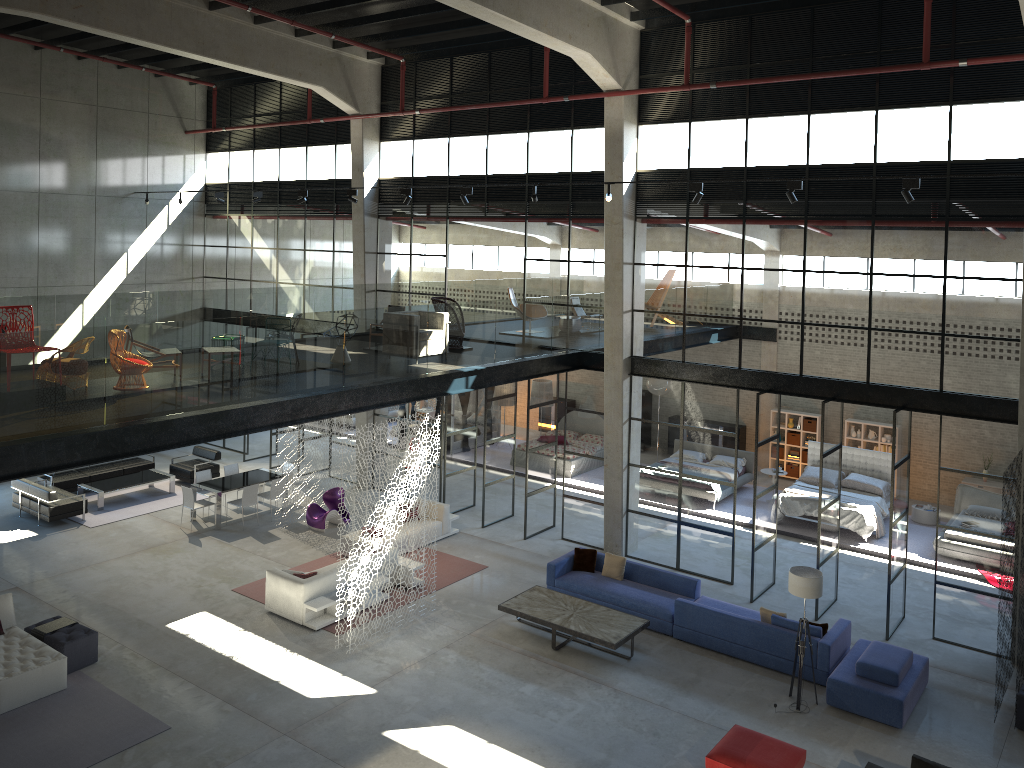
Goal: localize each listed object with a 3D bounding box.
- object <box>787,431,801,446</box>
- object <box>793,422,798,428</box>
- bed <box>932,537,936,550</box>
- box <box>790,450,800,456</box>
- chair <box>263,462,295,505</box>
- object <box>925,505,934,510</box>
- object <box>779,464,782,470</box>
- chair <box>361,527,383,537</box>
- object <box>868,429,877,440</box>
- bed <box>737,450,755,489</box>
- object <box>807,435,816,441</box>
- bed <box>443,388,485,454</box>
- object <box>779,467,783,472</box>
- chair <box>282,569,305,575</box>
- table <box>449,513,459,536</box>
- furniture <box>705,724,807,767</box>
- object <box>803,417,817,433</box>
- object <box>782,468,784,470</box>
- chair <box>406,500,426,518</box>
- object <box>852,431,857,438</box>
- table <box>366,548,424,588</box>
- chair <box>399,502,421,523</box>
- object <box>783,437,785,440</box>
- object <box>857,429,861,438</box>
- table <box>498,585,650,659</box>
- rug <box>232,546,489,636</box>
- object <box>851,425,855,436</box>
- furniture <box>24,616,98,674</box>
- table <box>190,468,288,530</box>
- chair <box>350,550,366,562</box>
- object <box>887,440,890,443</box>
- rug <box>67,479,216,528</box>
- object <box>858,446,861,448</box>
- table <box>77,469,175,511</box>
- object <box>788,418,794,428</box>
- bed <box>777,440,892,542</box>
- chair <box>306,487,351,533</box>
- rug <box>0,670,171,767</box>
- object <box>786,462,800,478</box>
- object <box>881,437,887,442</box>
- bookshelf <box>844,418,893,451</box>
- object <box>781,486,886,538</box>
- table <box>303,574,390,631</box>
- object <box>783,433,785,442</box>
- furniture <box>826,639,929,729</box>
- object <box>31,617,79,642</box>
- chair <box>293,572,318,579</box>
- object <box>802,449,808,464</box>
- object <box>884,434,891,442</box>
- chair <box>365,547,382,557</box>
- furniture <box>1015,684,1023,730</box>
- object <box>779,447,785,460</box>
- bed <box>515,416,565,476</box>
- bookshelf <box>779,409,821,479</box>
[{"bbox_3d":[7.274,1.389,22.503,0.325,0.296,0.325,6,7,36],"label":"object"},{"bbox_3d":[7.285,1.055,22.577,0.185,0.131,0.187,1,7,0],"label":"object"},{"bbox_3d":[9.720,2.843,17.308,2.254,0.919,2.570,7,10,36],"label":"bed"},{"bbox_3d":[7.285,1.776,22.558,0.214,0.108,0.132,7,8,36],"label":"box"},{"bbox_3d":[-5.159,2.235,19.460,0.422,0.867,0.547,3,4,36],"label":"chair"},{"bbox_3d":[9.046,2.667,19.014,0.169,0.089,0.169,-5,10,-40],"label":"object"},{"bbox_3d":[6.932,2.197,22.731,0.139,0.235,0.140,0,3,-17],"label":"object"},{"bbox_3d":[-2.629,2.765,16.492,0.414,0.107,0.411,0,9,-7],"label":"chair"},{"bbox_3d":[8.774,1.236,21.349,0.165,0.250,0.167,1,4,-8],"label":"object"},{"bbox_3d":[4.391,2.113,21.091,2.269,0.864,2.409,8,10,36],"label":"bed"},{"bbox_3d":[7.622,1.382,22.274,0.261,0.133,0.058,7,5,36],"label":"object"},{"bbox_3d":[-1.809,0.651,25.338,2.259,2.069,2.324,6,7,36],"label":"bed"},{"bbox_3d":[6.187,1.975,20.281,0.168,0.089,0.170,1,8,-2],"label":"object"},{"bbox_3d":[-3.461,3.087,14.076,0.391,0.270,0.321,3,6,12],"label":"chair"},{"bbox_3d":[-1.522,2.823,17.971,0.906,0.368,0.301,8,7,36],"label":"table"},{"bbox_3d":[2.741,4.268,9.846,0.859,0.374,0.859,7,10,36],"label":"furniture"},{"bbox_3d":[7.603,1.035,22.258,0.325,0.296,0.325,6,7,36],"label":"object"},{"bbox_3d":[7.075,2.252,22.782,0.117,0.116,0.118,-1,6,-22],"label":"object"},{"bbox_3d":[-1.919,2.523,17.609,0.380,0.336,0.256,-1,5,-20],"label":"chair"},{"bbox_3d":[8.411,1.236,21.569,0.110,0.156,0.110,-2,5,-42],"label":"object"},{"bbox_3d":[-2.088,3.236,15.391,1.208,0.367,0.301,8,7,36],"label":"table"},{"bbox_3d":[-2.022,2.551,17.432,0.410,0.334,0.258,-1,5,-20],"label":"chair"},{"bbox_3d":[7.080,1.431,22.819,0.065,0.106,0.066,1,3,-8],"label":"object"},{"bbox_3d":[8.527,1.218,21.565,0.100,0.203,0.100,0,3,-25],"label":"object"},{"bbox_3d":[0.914,3.650,13.249,2.075,0.397,1.032,8,11,36],"label":"table"},{"bbox_3d":[-2.571,3.408,15.399,2.662,0.020,3.650,8,12,36],"label":"rug"},{"bbox_3d":[8.427,1.159,21.702,0.094,0.261,0.095,1,2,-3],"label":"object"},{"bbox_3d":[-6.271,3.617,12.199,0.964,0.453,0.512,6,7,31],"label":"furniture"},{"bbox_3d":[-5.771,2.411,18.641,0.905,0.753,1.812,6,9,36],"label":"table"},{"bbox_3d":[-2.636,2.987,14.707,0.270,0.316,0.396,3,6,23],"label":"chair"},{"bbox_3d":[9.052,1.380,21.078,0.065,0.063,0.066,1,5,-6],"label":"object"},{"bbox_3d":[-8.409,2.552,19.685,2.423,0.025,3.410,8,12,36],"label":"rug"},{"bbox_3d":[8.531,1.629,21.530,0.099,0.202,0.099,-1,3,-37],"label":"object"},{"bbox_3d":[-8.609,2.351,19.632,0.906,0.405,1.812,7,11,36],"label":"table"},{"bbox_3d":[7.150,1.008,22.487,0.154,0.247,0.155,3,4,28],"label":"object"},{"bbox_3d":[6.975,2.265,18.971,2.230,1.410,2.329,6,9,35],"label":"bed"},{"bbox_3d":[-3.768,2.564,18.050,0.659,0.745,0.800,5,7,36],"label":"chair"},{"bbox_3d":[-6.261,4.218,9.946,2.662,0.020,3.650,8,12,36],"label":"rug"},{"bbox_3d":[7.248,2.211,22.523,0.325,0.296,0.325,6,7,36],"label":"object"},{"bbox_3d":[8.963,1.342,21.144,0.116,0.112,0.116,6,7,39],"label":"object"},{"bbox_3d":[8.783,1.819,21.405,1.246,1.750,0.330,4,3,37],"label":"bookshelf"},{"bbox_3d":[6.688,2.660,18.587,2.294,0.655,0.655,9,9,39],"label":"object"},{"bbox_3d":[-2.604,3.462,13.946,0.302,0.367,1.578,5,9,36],"label":"table"},{"bbox_3d":[7.058,1.388,22.700,0.081,0.227,0.081,1,2,-22],"label":"object"},{"bbox_3d":[4.931,3.880,11.785,0.955,0.551,1.546,7,10,36],"label":"furniture"},{"bbox_3d":[-6.386,3.419,12.269,0.302,0.099,0.521,7,10,31],"label":"object"},{"bbox_3d":[-3.257,3.113,13.896,0.402,0.334,0.285,1,5,-8],"label":"chair"},{"bbox_3d":[7.575,1.845,22.279,0.325,0.296,0.325,6,7,36],"label":"object"},{"bbox_3d":[9.083,1.303,21.225,0.174,0.168,0.176,2,5,4],"label":"object"},{"bbox_3d":[-2.427,2.956,14.927,0.269,0.320,0.398,5,7,38],"label":"chair"},{"bbox_3d":[6.857,4.102,11.253,0.512,0.452,0.964,6,9,41],"label":"furniture"},{"bbox_3d":[6.942,1.755,22.750,0.325,0.296,0.325,6,7,36],"label":"object"},{"bbox_3d":[1.412,1.463,23.328,2.041,1.273,2.353,7,9,36],"label":"bed"},{"bbox_3d":[7.270,1.599,22.523,1.246,1.750,0.330,4,3,37],"label":"bookshelf"}]
